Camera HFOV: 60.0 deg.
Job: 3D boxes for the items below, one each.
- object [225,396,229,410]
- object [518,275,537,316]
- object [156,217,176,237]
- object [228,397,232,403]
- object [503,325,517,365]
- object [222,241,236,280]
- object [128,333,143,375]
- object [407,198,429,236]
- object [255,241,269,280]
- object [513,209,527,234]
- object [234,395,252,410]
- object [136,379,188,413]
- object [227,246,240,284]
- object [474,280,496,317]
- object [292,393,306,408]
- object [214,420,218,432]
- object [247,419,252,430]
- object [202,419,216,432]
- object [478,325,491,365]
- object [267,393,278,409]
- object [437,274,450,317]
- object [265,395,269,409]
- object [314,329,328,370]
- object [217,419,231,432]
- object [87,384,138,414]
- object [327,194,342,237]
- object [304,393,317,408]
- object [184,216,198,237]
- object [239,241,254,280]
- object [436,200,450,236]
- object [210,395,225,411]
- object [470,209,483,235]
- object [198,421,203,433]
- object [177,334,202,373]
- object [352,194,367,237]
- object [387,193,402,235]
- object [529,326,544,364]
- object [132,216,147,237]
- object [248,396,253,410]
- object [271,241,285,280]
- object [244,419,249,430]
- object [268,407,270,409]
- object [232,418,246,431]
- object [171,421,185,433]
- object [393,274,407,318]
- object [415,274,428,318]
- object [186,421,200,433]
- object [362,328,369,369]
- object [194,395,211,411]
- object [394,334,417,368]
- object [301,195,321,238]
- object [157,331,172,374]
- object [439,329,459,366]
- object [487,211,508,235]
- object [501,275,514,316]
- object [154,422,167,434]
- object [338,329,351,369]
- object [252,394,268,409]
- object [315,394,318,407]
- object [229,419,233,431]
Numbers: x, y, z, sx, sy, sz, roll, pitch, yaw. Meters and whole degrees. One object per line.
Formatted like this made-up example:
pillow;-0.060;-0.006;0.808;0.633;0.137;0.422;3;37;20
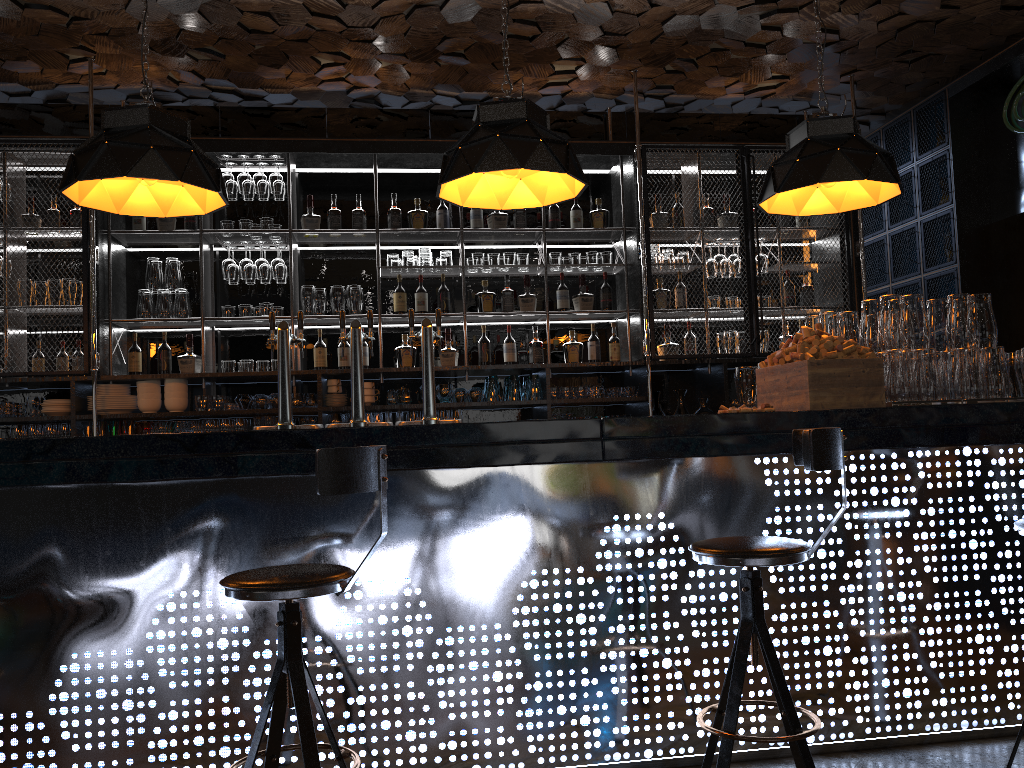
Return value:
object;-1.905;0.132;5.808;0.089;0.100;0.100;-4;-4;34
object;0.108;-0.618;6.159;0.123;0.279;0.123;-2;-3;5
object;-2.281;-1.116;5.848;0.123;0.279;0.123;-1;-3;-20
object;-1.914;0.138;5.908;0.089;0.100;0.100;-1;-3;-14
object;-0.016;-0.260;6.141;0.086;0.298;0.086;-5;-4;41
object;-1.855;-0.807;5.812;0.092;0.244;0.092;-5;-4;42
object;-2.459;-0.186;5.787;0.086;0.299;0.086;-5;-4;41
object;-0.646;-1.149;6.097;0.151;0.248;0.094;-2;-3;-5
object;-1.648;-0.814;5.842;0.092;0.244;0.092;-5;-4;42
object;0.054;-1.188;6.200;0.083;0.282;0.083;-2;-3;-8
object;-1.733;0.120;5.715;0.109;0.100;0.109;-1;-3;-25
object;-2.233;0.078;5.668;0.309;0.216;0.149;-2;-3;-10
object;-1.878;-0.798;5.975;0.092;0.244;0.092;-5;-4;42
object;-0.183;-0.593;6.129;0.151;0.248;0.094;-1;-3;-19
object;-1.378;0.108;5.705;0.095;0.096;0.095;0;-4;-34
object;-1.933;0.342;5.745;0.084;0.216;0.084;-2;-3;4
object;-1.775;0.344;5.906;0.084;0.216;0.084;-3;-3;14
object;-1.920;0.334;5.612;0.084;0.216;0.084;-1;-3;-20
object;-0.190;-0.257;6.083;0.086;0.297;0.086;-4;-3;26
object;-1.519;0.111;5.695;0.093;0.099;0.093;-3;-3;11
object;-0.470;-0.610;6.093;0.086;0.297;0.086;-5;-4;41
object;-1.641;0.123;5.833;0.093;0.099;0.093;-1;-3;-21
object;-1.287;-0.221;5.956;0.086;0.299;0.086;-5;-4;41
object;-1.826;0.331;5.624;0.084;0.216;0.084;-3;-3;7
object;-2.543;0.100;5.656;0.306;0.195;0.300;-2;-3;-7
object;-1.206;-1.143;6.017;0.083;0.282;0.083;-1;-3;-23
object;-1.318;0.110;5.786;0.095;0.096;0.095;-3;-3;16
object;-2.131;-1.131;5.888;0.086;0.299;0.086;-5;-4;41
object;-1.746;-0.811;5.828;0.092;0.244;0.092;-5;-4;42
object;-0.479;-1.178;6.137;0.086;0.298;0.086;-5;-4;41
object;-1.888;0.125;5.688;0.089;0.100;0.100;-4;-4;28
object;-0.246;-1.187;6.164;0.086;0.298;0.086;-5;-4;41
object;-2.019;0.344;5.692;0.082;0.213;0.082;-1;-4;-27
object;-2.112;-0.188;5.817;0.123;0.279;0.123;-2;-3;5
object;-1.041;-1.148;6.041;0.083;0.282;0.083;-3;-3;7
object;-0.805;-1.162;6.075;0.083;0.282;0.083;-1;-3;-23
object;0.166;-0.258;6.160;0.083;0.282;0.083;-1;-3;-23
object;-2.465;-1.119;5.868;0.086;0.298;0.086;-5;-4;41
object;-1.755;0.129;5.872;0.109;0.100;0.109;-1;-3;-25
object;-1.546;-0.817;5.857;0.092;0.244;0.092;-5;-4;42
object;-1.758;0.336;5.773;0.084;0.216;0.084;-4;-4;34
object;-1.657;0.129;5.937;0.093;0.099;0.093;-2;-3;-7
object;-1.737;0.328;5.638;0.084;0.216;0.084;-4;-4;34
object;-2.104;0.342;5.590;0.082;0.213;0.082;-4;-3;25
object;-0.765;-0.600;6.054;0.086;0.299;0.086;-5;-4;41
object;-0.624;-0.604;6.099;0.086;0.298;0.086;-5;-4;41
object;-2.012;0.339;5.601;0.082;0.213;0.082;-3;-3;22
object;-1.014;-0.230;5.997;0.086;0.298;0.086;-5;-4;41
object;-1.962;0.124;5.621;0.100;0.100;0.089;-2;-3;-3
object;-0.724;-0.213;6.029;0.151;0.248;0.094;-1;-3;-19
object;-1.362;-1.136;5.996;0.123;0.279;0.123;-1;-3;-20
object;-2.266;-0.194;5.783;0.086;0.297;0.086;-4;-3;26
object;-0.433;-0.238;6.059;0.123;0.279;0.123;-2;-3;5
object;-0.104;-1.182;6.163;0.123;0.279;0.123;-1;-3;-19
object;-0.031;-0.615;6.153;0.083;0.282;0.083;-2;-3;-8
object;-2.207;0.345;5.576;0.082;0.213;0.082;-3;-3;21
object;-1.135;-0.226;6.004;0.086;0.298;0.086;-5;-4;41
object;-1.626;0.117;5.727;0.093;0.099;0.093;-3;-3;8
object;-1.328;0.116;5.892;0.095;0.096;0.095;-4;-4;32
object;-1.842;0.339;5.755;0.084;0.216;0.084;-1;-3;-16
